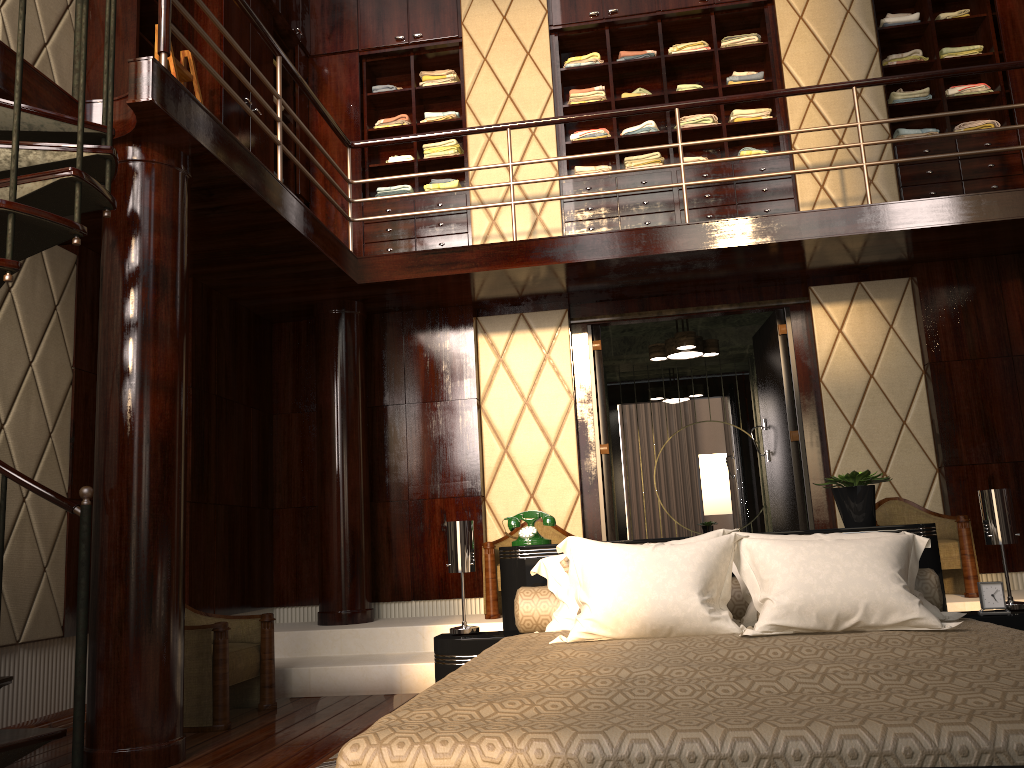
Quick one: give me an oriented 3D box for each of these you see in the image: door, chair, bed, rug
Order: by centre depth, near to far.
[{"bbox_3d":[0.720,0.988,1.971,2.910,0.006,3.735,-5,-11,8],"label":"rug"},{"bbox_3d":[0.586,0.697,2.163,1.985,0.660,2.381,-5,-11,8],"label":"bed"},{"bbox_3d":[-1.342,1.180,3.879,0.462,0.550,0.571,-5,-11,8],"label":"chair"},{"bbox_3d":[2.178,0.886,4.856,0.571,0.550,0.462,-5,-11,8],"label":"chair"},{"bbox_3d":[0.132,1.051,5.139,0.571,0.550,0.462,-5,-11,8],"label":"chair"},{"bbox_3d":[1.164,0.515,5.943,1.435,1.820,0.828,-4,-11,7],"label":"door"}]

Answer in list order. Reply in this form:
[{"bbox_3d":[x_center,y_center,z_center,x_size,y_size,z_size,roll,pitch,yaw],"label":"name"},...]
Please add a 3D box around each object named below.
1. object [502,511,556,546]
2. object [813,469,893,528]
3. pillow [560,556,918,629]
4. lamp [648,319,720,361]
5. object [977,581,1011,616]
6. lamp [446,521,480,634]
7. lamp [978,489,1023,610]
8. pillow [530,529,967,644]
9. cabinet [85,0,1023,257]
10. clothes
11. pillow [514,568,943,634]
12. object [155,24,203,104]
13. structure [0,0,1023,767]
[{"bbox_3d":[0.068,0.550,3.386,0.158,0.131,0.178,3,-12,-29],"label":"object"},{"bbox_3d":[1.252,0.418,3.226,0.256,0.205,0.241,-1,-11,-10],"label":"object"},{"bbox_3d":[0.683,0.617,2.659,1.123,0.271,0.293,-5,-11,8],"label":"pillow"},{"bbox_3d":[1.198,-0.366,6.457,0.467,0.347,0.515,-11,-13,37],"label":"lamp"},{"bbox_3d":[1.514,0.677,2.798,0.088,0.103,0.034,-6,-11,16],"label":"object"},{"bbox_3d":[-0.176,0.682,3.146,0.106,0.385,0.109,-6,-11,15],"label":"lamp"},{"bbox_3d":[1.621,0.543,2.931,0.106,0.385,0.109,-6,-11,15],"label":"lamp"},{"bbox_3d":[0.660,0.598,2.692,1.322,0.320,0.685,-5,-11,9],"label":"pillow"},{"bbox_3d":[0.950,-1.972,5.360,6.767,2.432,2.576,-5,-11,8],"label":"cabinet"},{"bbox_3d":[0.627,-1.848,6.129,4.996,0.954,0.818,-3,-11,1],"label":"clothes"},{"bbox_3d":[0.702,0.731,2.985,1.396,0.167,0.173,-5,-11,8],"label":"pillow"},{"bbox_3d":[-1.620,-1.317,4.488,0.258,0.974,0.275,-5,-11,8],"label":"object"},{"bbox_3d":[0.866,-0.307,3.778,6.107,3.189,3.750,-5,-11,8],"label":"structure"}]
